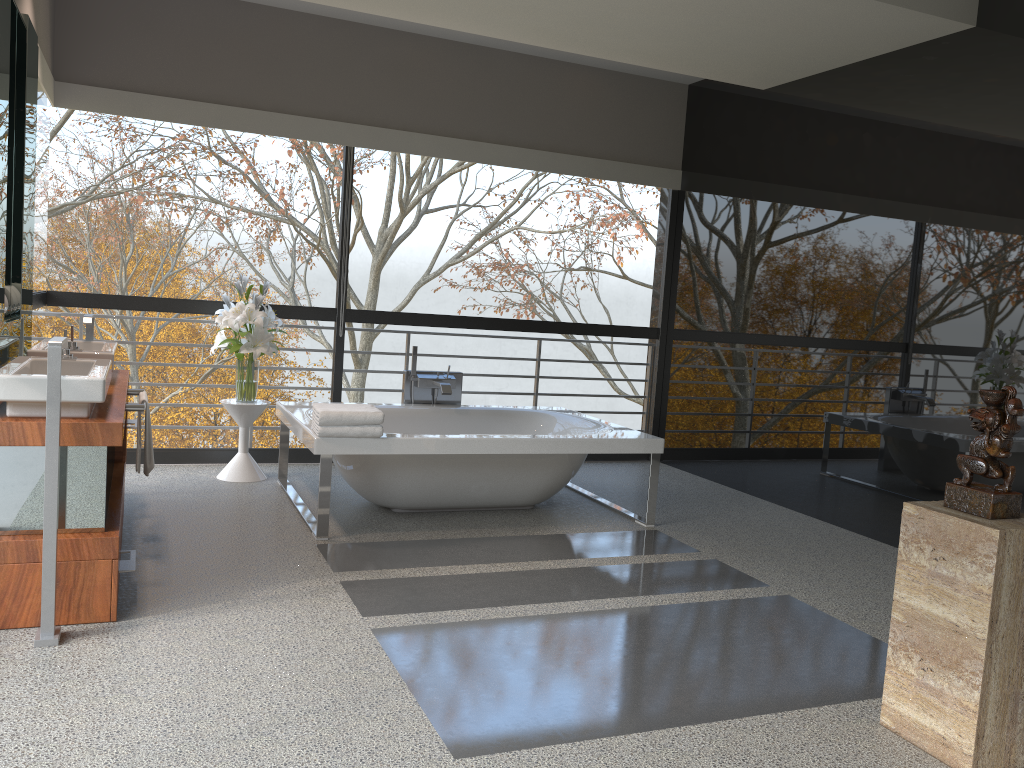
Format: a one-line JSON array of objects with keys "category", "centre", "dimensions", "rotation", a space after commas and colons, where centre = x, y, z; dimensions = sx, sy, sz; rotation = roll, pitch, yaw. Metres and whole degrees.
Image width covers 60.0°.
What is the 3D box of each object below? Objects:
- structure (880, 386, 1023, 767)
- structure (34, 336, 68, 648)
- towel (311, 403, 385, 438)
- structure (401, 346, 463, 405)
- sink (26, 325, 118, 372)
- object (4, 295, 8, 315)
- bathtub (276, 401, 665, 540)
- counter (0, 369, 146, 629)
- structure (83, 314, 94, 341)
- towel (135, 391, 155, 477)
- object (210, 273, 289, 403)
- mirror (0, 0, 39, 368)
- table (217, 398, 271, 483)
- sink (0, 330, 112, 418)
[{"category": "structure", "centre": [1.362, 0.535, 2.589], "dimensions": [0.292, 1.073, 0.328], "rotation": [2, 5, -23]}, {"category": "structure", "centre": [-1.531, 0.342, 2.966], "dimensions": [0.069, 0.988, 0.303], "rotation": [2, 5, -23]}, {"category": "towel", "centre": [-0.817, 0.187, 4.412], "dimensions": [0.322, 0.145, 0.305], "rotation": [2, 6, -20]}, {"category": "structure", "centre": [-0.490, 0.206, 5.795], "dimensions": [0.402, 0.884, 0.330], "rotation": [2, 5, -23]}, {"category": "sink", "centre": [-2.112, -0.171, 4.299], "dimensions": [0.352, 0.266, 0.751], "rotation": [2, 6, -23]}, {"category": "object", "centre": [-2.264, -0.354, 3.848], "dimensions": [0.136, 0.130, 0.136], "rotation": [6, 5, 19]}, {"category": "bathtub", "centre": [-0.310, 0.457, 5.238], "dimensions": [1.958, 0.504, 1.329], "rotation": [2, 6, -23]}, {"category": "counter", "centre": [-1.888, 0.374, 3.857], "dimensions": [0.524, 0.704, 1.850], "rotation": [2, 6, -23]}, {"category": "structure", "centre": [-2.264, 0.127, 4.718], "dimensions": [0.069, 0.988, 0.303], "rotation": [2, 5, -23]}, {"category": "towel", "centre": [-1.658, 0.228, 4.019], "dimensions": [0.079, 0.368, 0.303], "rotation": [2, 5, -22]}, {"category": "object", "centre": [-1.639, -0.285, 5.473], "dimensions": [0.450, 0.795, 0.460], "rotation": [4, 5, 5]}, {"category": "mirror", "centre": [-2.176, -0.781, 3.633], "dimensions": [0.253, 1.616, 1.792], "rotation": [2, 5, -23]}, {"category": "table", "centre": [-1.674, 0.347, 5.537], "dimensions": [0.307, 0.478, 0.308], "rotation": [0, 6, -39]}, {"category": "sink", "centre": [-1.704, -0.052, 3.325], "dimensions": [0.352, 0.266, 0.751], "rotation": [2, 6, -23]}]
